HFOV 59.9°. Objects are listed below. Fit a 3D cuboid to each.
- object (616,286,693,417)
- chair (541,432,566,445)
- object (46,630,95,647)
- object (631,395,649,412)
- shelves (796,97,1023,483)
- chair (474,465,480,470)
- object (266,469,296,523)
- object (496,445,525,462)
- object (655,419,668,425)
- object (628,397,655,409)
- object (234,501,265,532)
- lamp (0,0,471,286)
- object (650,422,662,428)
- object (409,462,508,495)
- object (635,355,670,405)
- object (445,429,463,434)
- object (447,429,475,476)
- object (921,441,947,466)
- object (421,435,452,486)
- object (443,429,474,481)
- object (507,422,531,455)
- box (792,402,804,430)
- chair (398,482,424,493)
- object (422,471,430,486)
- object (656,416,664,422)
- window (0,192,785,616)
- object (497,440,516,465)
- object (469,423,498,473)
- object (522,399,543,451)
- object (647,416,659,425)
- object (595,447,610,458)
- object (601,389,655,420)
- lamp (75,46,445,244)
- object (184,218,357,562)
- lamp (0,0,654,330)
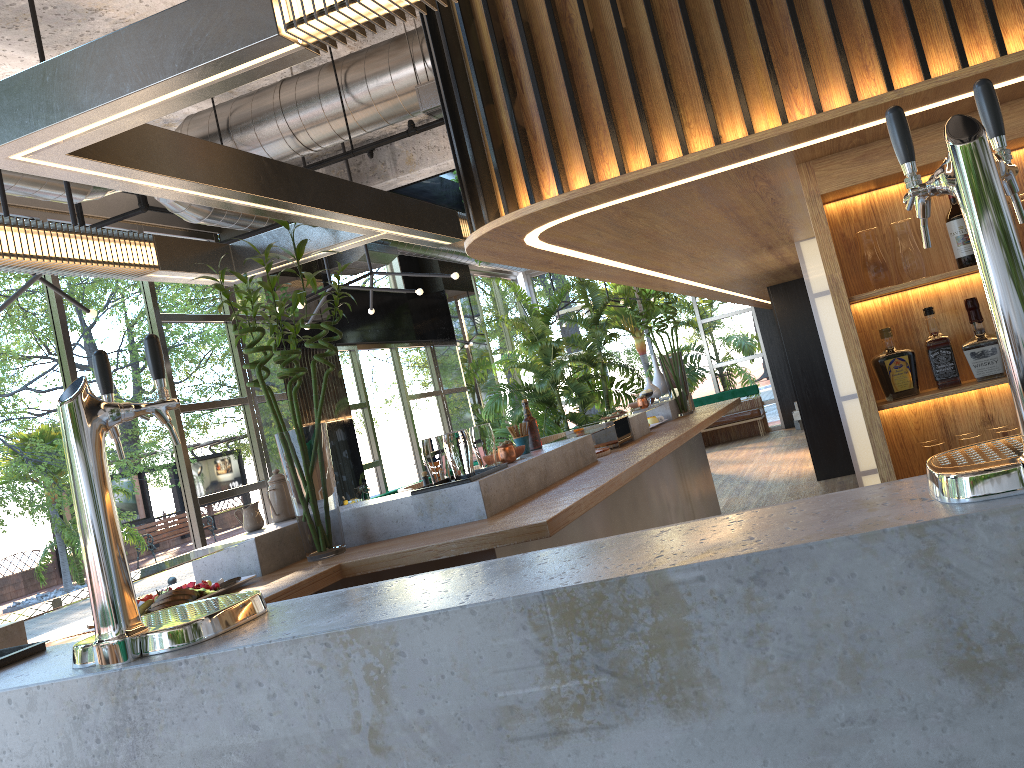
[{"bbox_3d":[1.214,-0.489,7.361,0.614,1.553,0.638,-11,-5,-32],"label":"object"},{"bbox_3d":[0.525,0.926,7.906,0.522,0.972,0.571,-16,-4,29],"label":"chair"},{"bbox_3d":[-1.390,0.806,2.666,0.315,0.037,0.282,-12,-2,-45],"label":"object"},{"bbox_3d":[0.968,0.145,6.792,0.160,0.107,0.086,-12,-3,-26],"label":"object"},{"bbox_3d":[1.764,0.082,2.971,1.078,2.062,0.288,-15,-5,16],"label":"shelves"},{"bbox_3d":[-0.040,1.024,6.403,0.517,0.972,0.576,-17,-5,42],"label":"chair"},{"bbox_3d":[-1.042,0.499,4.009,0.121,0.235,0.209,-13,-3,-11],"label":"object"},{"bbox_3d":[-0.032,0.342,4.349,0.184,0.073,0.237,-15,-2,39],"label":"object"},{"bbox_3d":[1.092,0.318,6.963,0.237,0.017,0.250,-14,-2,17],"label":"object"},{"bbox_3d":[1.054,0.151,7.162,0.184,0.073,0.237,-15,-2,39],"label":"object"},{"bbox_3d":[-1.122,0.572,3.818,0.095,0.120,0.090,-15,-4,28],"label":"object"},{"bbox_3d":[0.821,-2.064,4.827,4.861,2.139,6.890,-14,-2,14],"label":"lamp"},{"bbox_3d":[0.992,0.336,6.715,0.236,0.017,0.251,-14,-2,20],"label":"object"},{"bbox_3d":[-0.215,0.401,3.763,0.264,0.019,0.450,-14,-2,20],"label":"object"},{"bbox_3d":[1.167,-0.036,7.389,0.329,0.398,0.306,-12,-4,-22],"label":"object"},{"bbox_3d":[-0.226,0.309,3.891,0.110,0.210,0.100,-11,-4,-26],"label":"object"},{"bbox_3d":[-0.214,0.302,3.759,0.111,0.210,0.099,-11,-5,-36],"label":"object"},{"bbox_3d":[1.450,0.303,2.999,0.111,0.210,0.099,-11,-5,-36],"label":"object"},{"bbox_3d":[-0.308,0.323,3.671,0.110,0.210,0.100,-11,-4,-26],"label":"object"},{"bbox_3d":[-0.215,0.299,3.630,0.110,0.210,0.100,-11,-4,-26],"label":"object"},{"bbox_3d":[0.044,0.285,4.601,0.108,0.162,0.102,-11,-5,-36],"label":"object"},{"bbox_3d":[4.716,0.494,14.404,0.327,0.443,0.283,-14,-4,8],"label":"box"},{"bbox_3d":[-0.345,1.078,5.621,0.569,0.972,0.524,-12,-4,-21],"label":"chair"},{"bbox_3d":[-0.339,0.491,4.025,0.172,0.215,0.066,-10,-5,-46],"label":"object"},{"bbox_3d":[1.141,0.284,7.024,0.137,0.057,0.069,-15,-3,36],"label":"object"},{"bbox_3d":[-1.704,-1.268,6.362,4.010,6.514,20.962,-15,-2,21],"label":"window"},{"bbox_3d":[-0.059,0.325,4.135,0.160,0.107,0.086,-12,-3,-26],"label":"object"},{"bbox_3d":[-0.119,0.282,3.867,0.110,0.210,0.100,-11,-4,-26],"label":"object"},{"bbox_3d":[0.097,0.217,4.765,0.079,0.277,0.071,-10,-5,-35],"label":"object"},{"bbox_3d":[1.086,0.291,6.953,0.132,0.068,0.137,-14,-2,19],"label":"object"},{"bbox_3d":[0.440,0.427,5.269,0.316,0.037,0.282,-12,-2,-43],"label":"object"},{"bbox_3d":[0.838,0.156,6.558,0.202,0.135,0.834,-15,-2,27],"label":"object"},{"bbox_3d":[0.164,-2.061,10.672,3.677,1.536,10.309,-14,-2,18],"label":"lamp"},{"bbox_3d":[-0.882,-0.076,3.594,0.647,1.553,0.606,-15,-5,24],"label":"object"},{"bbox_3d":[-0.486,-1.856,6.263,4.927,1.829,19.460,-14,-2,21],"label":"lamp"}]
